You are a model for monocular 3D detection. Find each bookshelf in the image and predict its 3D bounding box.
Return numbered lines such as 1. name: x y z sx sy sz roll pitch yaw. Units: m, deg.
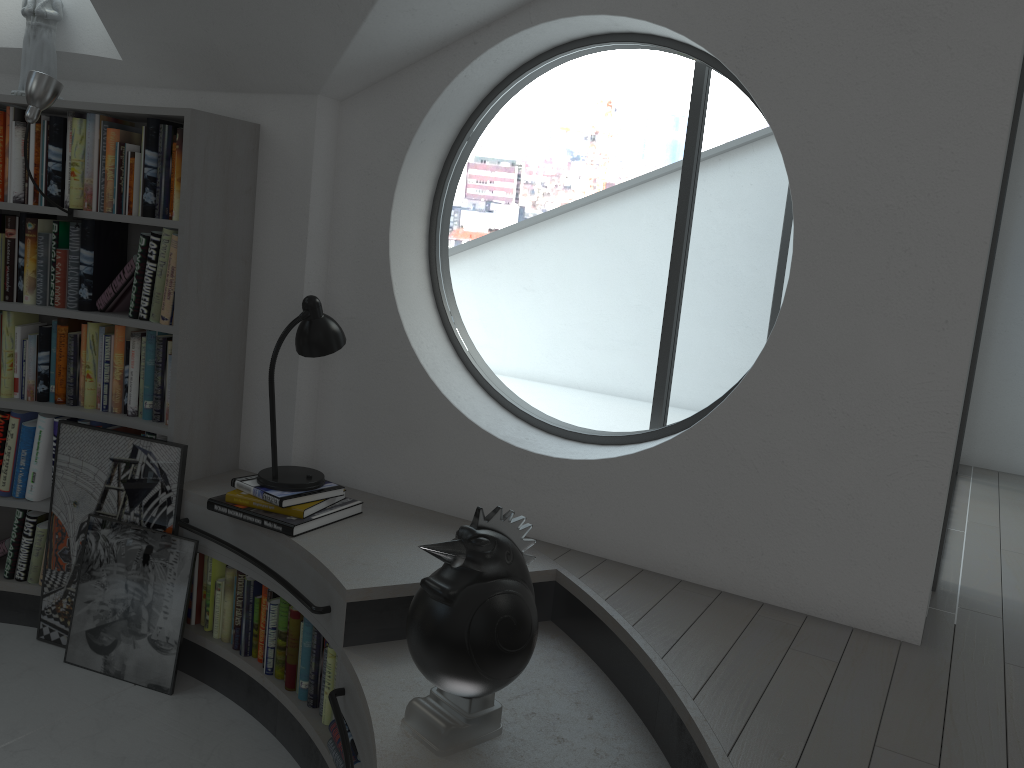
1. bookshelf: -3.002 -0.041 2.103 2.113 1.873 4.342 10 10 27

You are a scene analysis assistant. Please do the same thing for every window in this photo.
1. window: 0.335 -0.513 3.234 1.473 1.464 0.104 10 9 28

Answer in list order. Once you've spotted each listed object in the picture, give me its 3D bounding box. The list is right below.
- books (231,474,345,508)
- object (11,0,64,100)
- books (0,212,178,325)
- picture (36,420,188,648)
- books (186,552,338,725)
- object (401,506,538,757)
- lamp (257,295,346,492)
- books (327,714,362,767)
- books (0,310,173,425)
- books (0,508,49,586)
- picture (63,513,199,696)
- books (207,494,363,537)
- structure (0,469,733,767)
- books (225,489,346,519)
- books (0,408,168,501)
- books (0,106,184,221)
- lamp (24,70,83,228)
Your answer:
1. books: -0.783 0.360 3.099 0.286 0.031 0.269 13 12 37
2. object: -1.783 -1.308 3.347 0.179 0.471 0.179 12 10 36
3. books: -1.618 -0.460 3.431 1.053 0.357 0.280 8 8 13
4. picture: -1.510 0.605 3.328 0.579 0.860 0.091 8 8 18
5. books: -0.799 0.828 3.082 1.151 0.297 0.272 14 12 41
6. object: -0.094 0.568 2.156 0.320 0.560 0.321 6 8 1
7. lamp: -0.725 0.020 3.082 0.234 0.658 0.323 13 11 43
8. books: -0.307 1.074 2.299 0.240 0.167 0.668 2 10 -21
9. books: -1.650 -0.083 3.486 1.021 0.346 0.276 8 8 13
10. books: -2.459 0.581 3.539 1.496 0.310 0.361 4 9 -10
11. picture: -1.391 0.796 3.228 0.490 0.553 0.107 9 8 18
12. books: -0.790 0.428 3.108 0.389 0.042 0.366 11 10 27
13. structure: -1.875 0.940 1.566 4.706 0.690 4.731 3 10 -17
14. books: -0.786 0.392 3.103 0.305 0.034 0.287 9 10 17
15. books: -1.759 0.285 3.535 1.184 0.357 0.305 7 8 9
16. books: -1.590 -0.840 3.384 1.014 0.361 0.293 8 8 10
17. lamp: -1.614 -0.824 3.165 0.112 0.523 0.276 8 8 18
